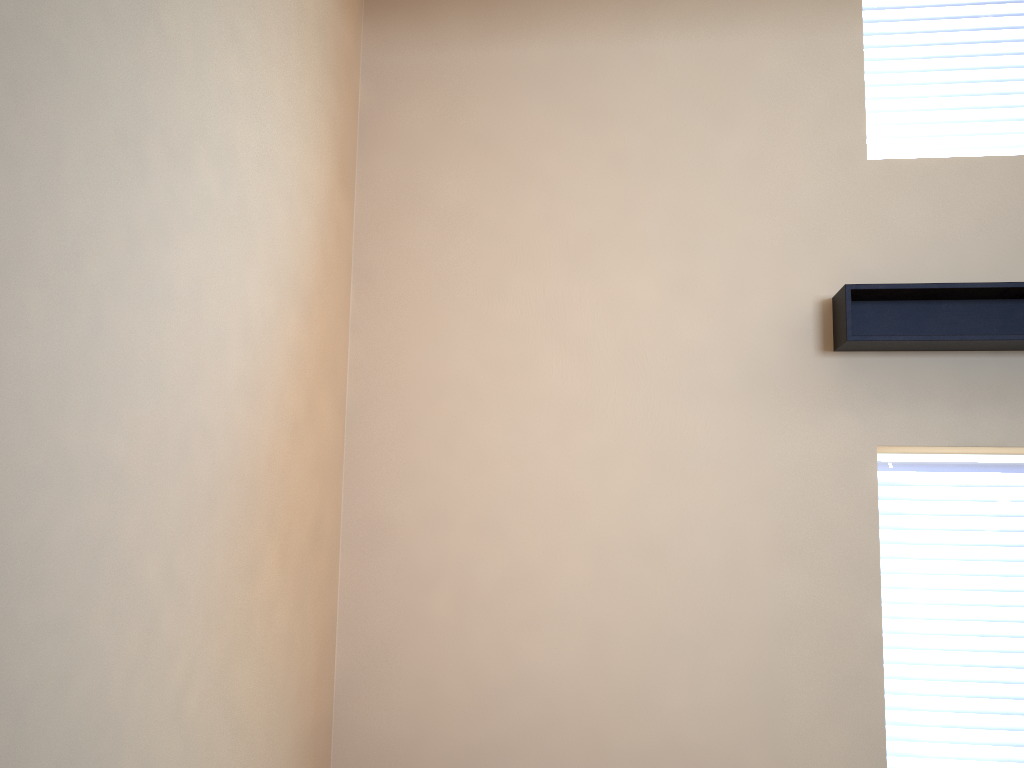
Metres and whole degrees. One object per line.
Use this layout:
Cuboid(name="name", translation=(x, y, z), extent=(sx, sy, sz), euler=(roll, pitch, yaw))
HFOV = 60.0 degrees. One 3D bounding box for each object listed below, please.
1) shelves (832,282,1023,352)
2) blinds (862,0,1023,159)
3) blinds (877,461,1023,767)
Cuboid(name="shelves", translation=(4.459, -0.325, 2.430), extent=(6.622, 0.212, 1.253), euler=(0, -9, 7))
Cuboid(name="blinds", translation=(4.165, -1.550, 3.631), extent=(5.391, 1.456, 0.039), euler=(0, -7, 7))
Cuboid(name="blinds", translation=(4.117, 0.997, 3.311), extent=(5.391, 1.363, 0.047), euler=(0, -7, 7))
